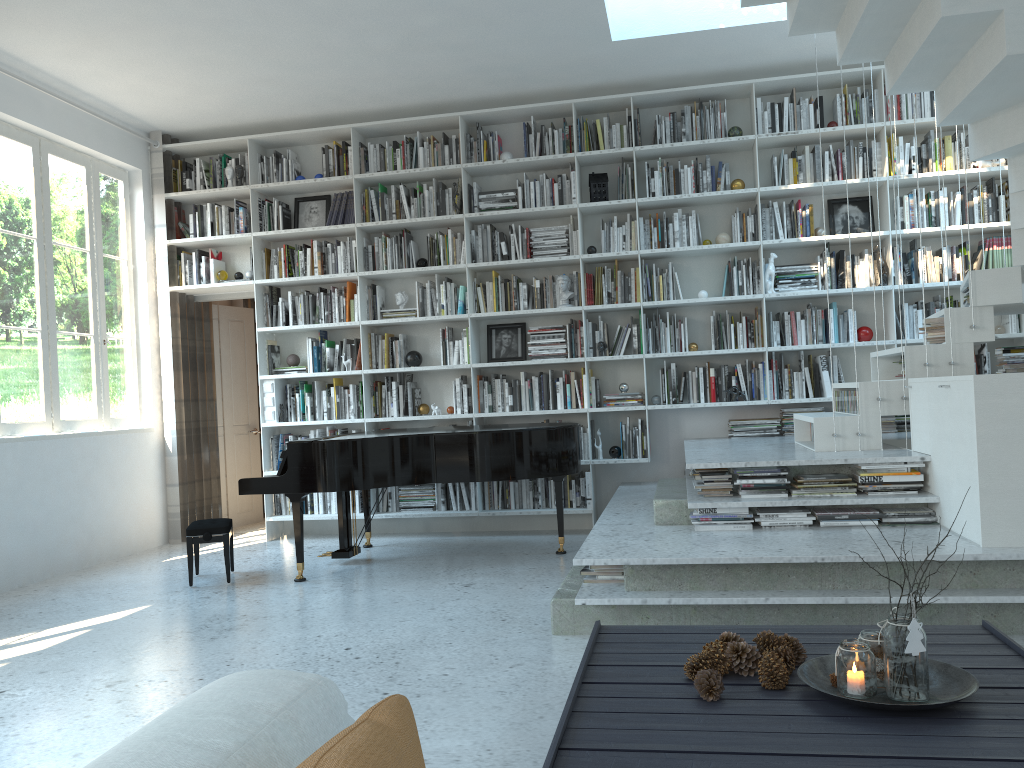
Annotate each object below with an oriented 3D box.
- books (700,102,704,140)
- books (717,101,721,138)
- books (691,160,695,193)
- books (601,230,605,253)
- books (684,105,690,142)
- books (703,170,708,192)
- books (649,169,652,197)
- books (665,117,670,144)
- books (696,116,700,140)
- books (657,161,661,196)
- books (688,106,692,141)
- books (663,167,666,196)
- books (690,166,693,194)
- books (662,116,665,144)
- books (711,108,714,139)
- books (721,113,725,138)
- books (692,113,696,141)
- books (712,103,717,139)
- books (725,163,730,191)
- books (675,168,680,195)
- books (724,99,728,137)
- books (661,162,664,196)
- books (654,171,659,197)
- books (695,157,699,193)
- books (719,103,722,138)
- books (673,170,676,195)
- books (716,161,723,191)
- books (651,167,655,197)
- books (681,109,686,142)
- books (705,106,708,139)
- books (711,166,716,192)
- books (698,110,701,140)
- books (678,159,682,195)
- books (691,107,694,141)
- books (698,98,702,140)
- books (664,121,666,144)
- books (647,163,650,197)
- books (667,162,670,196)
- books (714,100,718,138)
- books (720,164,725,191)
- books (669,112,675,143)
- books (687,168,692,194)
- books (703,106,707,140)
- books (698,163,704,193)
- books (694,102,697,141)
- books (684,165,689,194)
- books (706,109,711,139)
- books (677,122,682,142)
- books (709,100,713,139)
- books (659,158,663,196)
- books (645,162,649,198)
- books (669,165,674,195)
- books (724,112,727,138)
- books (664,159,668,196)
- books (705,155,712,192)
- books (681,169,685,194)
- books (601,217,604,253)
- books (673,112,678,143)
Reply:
[{"bbox_3d":[1.366,-1.852,6.372,0.015,0.299,0.183,-3,0,11],"label":"books"},{"bbox_3d":[1.484,-1.856,6.365,0.013,0.297,0.188,-3,0,11],"label":"books"},{"bbox_3d":[1.308,-1.463,6.404,0.012,0.264,0.156,-3,0,11],"label":"books"},{"bbox_3d":[0.676,-1.023,6.516,0.028,0.185,0.181,-3,-1,11],"label":"books"},{"bbox_3d":[1.267,-1.843,6.416,0.024,0.292,0.167,-3,0,11],"label":"books"},{"bbox_3d":[1.389,-1.426,6.388,0.027,0.181,0.176,-3,-1,11],"label":"books"},{"bbox_3d":[1.013,-1.435,6.470,0.012,0.239,0.138,-3,0,11],"label":"books"},{"bbox_3d":[1.134,-1.803,6.440,0.028,0.226,0.163,-3,0,11],"label":"books"},{"bbox_3d":[1.338,-1.801,6.380,0.018,0.201,0.188,-3,-1,11],"label":"books"},{"bbox_3d":[1.073,-1.460,6.451,0.011,0.283,0.173,-3,0,11],"label":"books"},{"bbox_3d":[1.289,-1.845,6.424,0.017,0.295,0.139,-3,0,11],"label":"books"},{"bbox_3d":[1.110,-1.438,6.447,0.012,0.235,0.165,-3,0,11],"label":"books"},{"bbox_3d":[1.297,-1.442,6.404,0.011,0.222,0.159,-3,0,11],"label":"books"},{"bbox_3d":[1.102,-1.803,6.433,0.013,0.229,0.174,-3,-1,11],"label":"books"},{"bbox_3d":[1.442,-1.835,6.379,0.014,0.258,0.149,-3,0,11],"label":"books"},{"bbox_3d":[1.511,-1.816,6.367,0.018,0.214,0.157,-3,0,11],"label":"books"},{"bbox_3d":[1.315,-1.815,6.395,0.018,0.231,0.160,-3,0,11],"label":"books"},{"bbox_3d":[1.457,-1.856,6.381,0.019,0.299,0.137,-3,0,11],"label":"books"},{"bbox_3d":[1.548,-1.458,6.375,0.026,0.229,0.140,-3,0,11],"label":"books"},{"bbox_3d":[1.202,-1.437,6.441,0.028,0.223,0.142,-3,0,11],"label":"books"},{"bbox_3d":[1.532,-1.863,6.355,0.006,0.306,0.163,-3,0,11],"label":"books"},{"bbox_3d":[1.096,-1.454,6.440,0.010,0.268,0.166,-3,0,11],"label":"books"},{"bbox_3d":[1.053,-1.422,6.438,0.026,0.208,0.181,-3,-1,11],"label":"books"},{"bbox_3d":[1.341,-1.475,6.411,0.012,0.285,0.159,-3,0,11],"label":"books"},{"bbox_3d":[1.494,-1.848,6.356,0.008,0.278,0.180,-3,0,11],"label":"books"},{"bbox_3d":[1.181,-1.432,6.441,0.014,0.215,0.132,-3,0,11],"label":"books"},{"bbox_3d":[1.484,-1.458,6.359,0.054,0.235,0.171,-3,0,11],"label":"books"},{"bbox_3d":[1.030,-1.438,6.461,0.026,0.243,0.148,-3,0,11],"label":"books"},{"bbox_3d":[1.238,-1.824,6.398,0.028,0.258,0.185,-3,0,11],"label":"books"},{"bbox_3d":[1.400,-1.841,6.390,0.008,0.275,0.163,-3,0,11],"label":"books"},{"bbox_3d":[1.446,-1.444,6.379,0.030,0.213,0.156,-3,0,11],"label":"books"},{"bbox_3d":[1.352,-1.826,6.392,0.008,0.251,0.170,-3,0,11],"label":"books"},{"bbox_3d":[1.220,-1.468,6.434,0.013,0.284,0.154,-3,0,11],"label":"books"},{"bbox_3d":[1.305,-1.841,6.416,0.007,0.285,0.159,-3,0,11],"label":"books"},{"bbox_3d":[1.357,-1.866,6.390,0.007,0.329,0.183,-3,0,11],"label":"books"},{"bbox_3d":[1.118,-1.791,6.458,0.009,0.206,0.146,-3,0,11],"label":"books"},{"bbox_3d":[1.002,-1.455,6.478,0.011,0.280,0.133,-3,0,11],"label":"books"},{"bbox_3d":[1.141,-1.460,6.454,0.012,0.276,0.133,-3,0,11],"label":"books"},{"bbox_3d":[1.473,-1.867,6.396,0.008,0.321,0.133,-3,0,11],"label":"books"},{"bbox_3d":[1.509,-1.450,6.364,0.048,0.216,0.182,-3,-1,11],"label":"books"},{"bbox_3d":[1.162,-1.819,6.434,0.030,0.255,0.161,-3,0,11],"label":"books"},{"bbox_3d":[1.280,-1.434,6.394,0.021,0.209,0.181,-3,-1,11],"label":"books"},{"bbox_3d":[1.391,-1.843,6.395,0.012,0.280,0.144,-3,0,11],"label":"books"},{"bbox_3d":[1.359,-1.453,6.389,0.030,0.238,0.185,-3,-1,11],"label":"books"},{"bbox_3d":[1.326,-1.856,6.398,0.006,0.312,0.179,-3,0,11],"label":"books"},{"bbox_3d":[1.260,-1.447,6.412,0.023,0.237,0.149,-3,0,11],"label":"books"},{"bbox_3d":[1.416,-1.830,6.386,0.024,0.252,0.149,-3,0,11],"label":"books"},{"bbox_3d":[1.218,-1.789,6.444,0.031,0.190,0.132,-3,0,11],"label":"books"},{"bbox_3d":[1.429,-1.858,6.375,0.008,0.307,0.182,-3,0,11],"label":"books"},{"bbox_3d":[1.084,-1.473,6.443,0.014,0.307,0.152,-3,0,11],"label":"books"},{"bbox_3d":[0.987,-1.457,6.460,0.012,0.285,0.159,-3,0,11],"label":"books"},{"bbox_3d":[1.157,-1.444,6.427,0.027,0.241,0.160,-3,0,11],"label":"books"},{"bbox_3d":[1.524,-1.814,6.355,0.014,0.209,0.188,-3,-1,11],"label":"books"},{"bbox_3d":[1.123,-1.469,6.450,0.021,0.296,0.138,-3,0,11],"label":"books"},{"bbox_3d":[1.412,-1.479,6.370,0.029,0.285,0.183,-3,0,11],"label":"books"},{"bbox_3d":[1.240,-1.435,6.428,0.025,0.216,0.144,-3,0,11],"label":"books"},{"bbox_3d":[0.666,-1.073,6.540,0.018,0.285,0.159,-3,0,11],"label":"books"},{"bbox_3d":[1.187,-1.820,6.432,0.021,0.256,0.169,-3,0,11],"label":"books"}]
